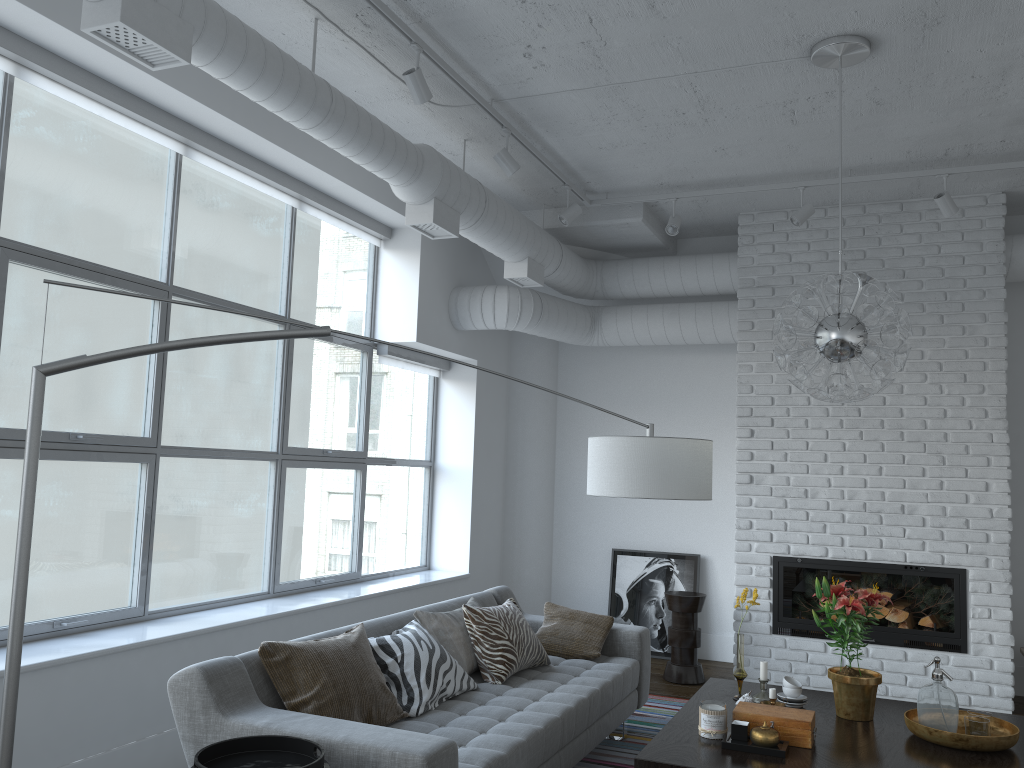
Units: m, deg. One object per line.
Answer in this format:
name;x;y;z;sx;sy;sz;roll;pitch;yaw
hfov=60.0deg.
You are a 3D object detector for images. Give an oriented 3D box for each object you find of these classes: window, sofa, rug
window;-1.469;-0.021;4.632;0.107;2.340;4.566;0;-6;23
sofa;-0.194;1.372;3.817;0.991;0.684;2.541;0;-6;23
rug;1.329;1.705;3.210;2.735;0.012;3.760;0;-6;23

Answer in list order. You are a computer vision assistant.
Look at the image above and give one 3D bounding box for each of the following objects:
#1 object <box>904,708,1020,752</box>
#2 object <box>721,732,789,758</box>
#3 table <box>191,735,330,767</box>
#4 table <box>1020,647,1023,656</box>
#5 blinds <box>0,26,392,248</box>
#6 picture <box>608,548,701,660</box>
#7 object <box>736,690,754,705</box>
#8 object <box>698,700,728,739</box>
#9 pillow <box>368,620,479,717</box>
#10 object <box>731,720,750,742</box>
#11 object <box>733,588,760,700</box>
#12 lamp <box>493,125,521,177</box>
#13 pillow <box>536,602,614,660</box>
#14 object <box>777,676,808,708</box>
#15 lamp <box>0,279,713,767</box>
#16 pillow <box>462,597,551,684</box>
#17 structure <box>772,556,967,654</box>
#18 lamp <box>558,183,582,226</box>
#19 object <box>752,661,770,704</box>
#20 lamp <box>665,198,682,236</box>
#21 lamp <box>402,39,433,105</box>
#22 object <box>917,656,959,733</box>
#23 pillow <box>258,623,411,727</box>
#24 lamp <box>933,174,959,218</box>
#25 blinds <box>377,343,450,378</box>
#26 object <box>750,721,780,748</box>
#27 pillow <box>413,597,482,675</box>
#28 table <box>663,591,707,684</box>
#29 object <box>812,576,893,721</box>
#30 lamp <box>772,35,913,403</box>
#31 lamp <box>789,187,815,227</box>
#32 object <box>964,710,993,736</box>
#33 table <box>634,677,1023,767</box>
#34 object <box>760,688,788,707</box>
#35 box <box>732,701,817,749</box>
object;1.668;1.290;3.298;0.383;0.068;0.383;5;-6;-24
object;0.854;1.265;3.109;0.214;0.023;0.130;0;-6;23
table;-0.704;1.288;2.424;0.379;0.536;0.379;-3;-7;40
table;3.460;1.838;5.392;0.605;0.345;0.405;0;-6;23
blinds;-1.551;-1.168;4.288;0.086;0.130;3.613;0;-6;23
picture;1.063;1.661;6.704;0.686;0.775;0.130;0;-6;23
object;0.965;1.303;3.670;0.069;0.078;0.124;2;-6;6
object;0.738;1.227;3.244;0.106;0.116;0.117;2;-6;3
pillow;-0.399;1.174;3.666;0.346;0.283;0.578;0;-6;23
object;0.813;1.233;3.153;0.058;0.055;0.058;0;-6;23
object;1.008;1.115;3.806;0.121;0.470;0.120;-3;-7;39
lamp;-0.026;-1.239;4.699;0.154;0.285;0.087;4;-6;-23
pillow;0.302;1.309;4.676;0.427;0.261;0.236;-1;-6;25
object;1.179;1.293;3.729;0.121;0.113;0.124;-3;-8;42
lamp;-0.265;0.711;2.574;2.162;1.738;0.432;6;-7;-33
pillow;-0.034;1.192;4.205;0.271;0.340;0.576;-1;-6;27
structure;2.392;1.465;5.961;1.168;0.578;0.675;0;-6;23
lamp;0.369;-1.134;5.599;0.154;0.285;0.087;4;-6;-18
object;1.073;1.265;3.782;0.098;0.174;0.098;0;-6;17
lamp;1.046;-1.095;5.748;0.095;0.285;0.154;0;-6;21
lamp;-0.402;-1.342;3.804;0.087;0.285;0.154;-2;-7;32
object;1.617;1.183;3.370;0.143;0.288;0.143;3;-6;-5
pillow;-0.645;1.087;3.201;0.298;0.338;0.597;-2;-7;33
lamp;2.504;-1.104;5.129;0.154;0.285;0.097;5;-6;-26
blinds;-0.686;-0.158;6.304;0.086;0.130;0.903;0;-6;23
object;0.885;1.220;3.101;0.103;0.077;0.103;3;-6;-5
pillow;-0.217;1.211;4.205;0.254;0.318;0.663;0;-6;24
table;1.153;1.685;5.923;0.282;0.558;0.281;2;-6;2
object;1.359;1.062;3.580;0.284;0.558;0.275;4;-6;-15
lamp;1.404;-0.693;3.791;0.552;1.546;0.552;1;-6;11
lamp;1.779;-1.099;5.438;0.154;0.285;0.090;3;-6;-9
object;1.732;1.277;3.291;0.085;0.089;0.195;-2;-7;32
table;1.266;1.508;3.299;1.306;0.394;1.362;0;-6;23
object;1.063;1.286;3.615;0.102;0.098;0.102;5;-6;-27
box;0.961;1.247;3.251;0.294;0.093;0.169;0;-6;23
